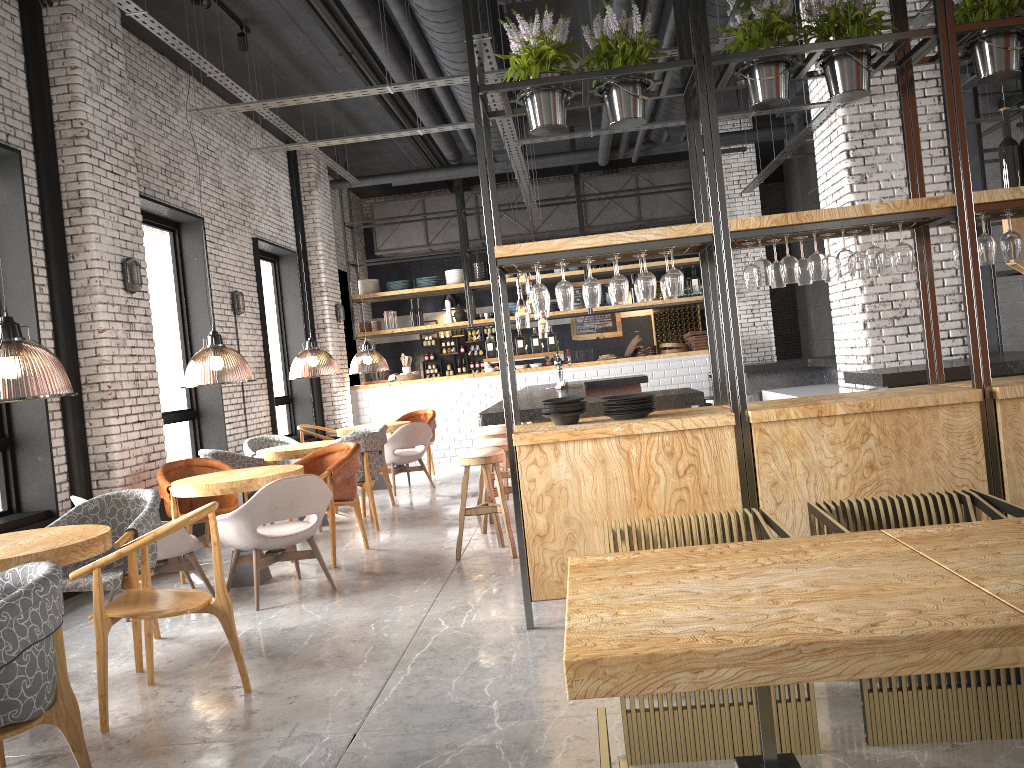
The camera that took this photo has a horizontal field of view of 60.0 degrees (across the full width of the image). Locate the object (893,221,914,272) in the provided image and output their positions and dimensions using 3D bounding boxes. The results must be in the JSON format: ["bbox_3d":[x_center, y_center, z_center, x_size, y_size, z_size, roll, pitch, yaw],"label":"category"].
[{"bbox_3d":[2.049,-0.726,4.653,0.101,0.267,0.101,-6,0,19],"label":"object"}]

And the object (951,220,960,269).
[{"bbox_3d":[2.485,-0.777,4.906,0.101,0.267,0.101,-6,0,41],"label":"object"}]

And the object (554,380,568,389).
[{"bbox_3d":[0.528,0.004,9.571,0.091,0.091,0.177,-6,1,-21],"label":"object"}]

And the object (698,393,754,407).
[{"bbox_3d":[1.529,0.599,6.142,0.399,1.035,0.398,-6,0,40],"label":"object"}]

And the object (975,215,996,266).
[{"bbox_3d":[2.612,-0.790,4.896,0.101,0.267,0.101,-6,0,41],"label":"object"}]

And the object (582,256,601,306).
[{"bbox_3d":[0.426,-0.560,4.778,0.101,0.267,0.101,-6,0,-32],"label":"object"}]

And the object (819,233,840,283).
[{"bbox_3d":[1.778,-0.705,4.961,0.101,0.267,0.101,-6,0,19],"label":"object"}]

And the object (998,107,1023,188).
[{"bbox_3d":[2.678,-1.251,4.780,0.098,0.471,0.098,-6,0,-33],"label":"object"}]

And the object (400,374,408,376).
[{"bbox_3d":[-1.658,-0.119,13.767,0.160,0.075,0.160,-6,1,-17],"label":"object"}]

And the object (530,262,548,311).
[{"bbox_3d":[0.142,-0.532,4.800,0.101,0.267,0.101,-6,0,-32],"label":"object"}]

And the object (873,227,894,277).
[{"bbox_3d":[2.070,-0.735,4.938,0.101,0.267,0.101,-6,0,19],"label":"object"}]

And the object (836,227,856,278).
[{"bbox_3d":[1.756,-0.696,4.675,0.101,0.267,0.101,-6,0,19],"label":"object"}]

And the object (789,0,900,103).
[{"bbox_3d":[1.828,-1.858,4.881,0.468,0.559,0.416,-6,1,-28],"label":"object"}]

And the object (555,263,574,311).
[{"bbox_3d":[0.301,-0.555,5.075,0.101,0.267,0.101,-6,0,-32],"label":"object"}]

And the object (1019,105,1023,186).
[{"bbox_3d":[2.785,-1.262,4.771,0.098,0.471,0.098,-6,0,-33],"label":"object"}]

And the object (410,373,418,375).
[{"bbox_3d":[-1.543,-0.134,13.884,0.161,0.075,0.160,-7,1,-32],"label":"object"}]

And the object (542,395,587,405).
[{"bbox_3d":[0.294,0.114,4.936,0.257,0.076,0.257,-5,2,42],"label":"object"}]

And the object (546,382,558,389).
[{"bbox_3d":[0.505,-0.021,10.402,0.200,0.106,0.767,-6,1,5],"label":"object"}]

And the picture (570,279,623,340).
[{"bbox_3d":[1.607,-1.445,17.276,0.980,1.142,0.020,-6,0,4],"label":"picture"}]

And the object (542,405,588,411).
[{"bbox_3d":[0.298,0.161,4.937,0.257,0.075,0.257,-5,1,30],"label":"object"}]

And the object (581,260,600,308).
[{"bbox_3d":[0.447,-0.569,5.064,0.101,0.267,0.101,-6,0,-32],"label":"object"}]

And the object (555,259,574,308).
[{"bbox_3d":[0.279,-0.546,4.790,0.101,0.267,0.101,-6,0,-32],"label":"object"}]

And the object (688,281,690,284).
[{"bbox_3d":[3.342,-1.929,16.870,0.079,0.079,0.284,-6,1,5],"label":"object"}]

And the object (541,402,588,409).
[{"bbox_3d":[0.296,0.144,4.936,0.257,0.072,0.257,-6,1,-23],"label":"object"}]

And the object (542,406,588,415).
[{"bbox_3d":[0.298,0.169,4.937,0.257,0.075,0.257,-6,1,4],"label":"object"}]

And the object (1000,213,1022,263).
[{"bbox_3d":[2.749,-0.804,4.885,0.101,0.267,0.101,-6,0,-32],"label":"object"}]

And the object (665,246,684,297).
[{"bbox_3d":[0.864,-0.605,4.744,0.101,0.267,0.101,-6,0,35],"label":"object"}]

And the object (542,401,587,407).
[{"bbox_3d":[0.296,0.139,4.937,0.257,0.072,0.257,-6,1,4],"label":"object"}]

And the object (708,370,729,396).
[{"bbox_3d":[2.738,0.351,11.284,0.399,1.035,0.398,-6,0,40],"label":"object"}]

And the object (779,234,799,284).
[{"bbox_3d":[1.464,-0.666,4.698,0.101,0.267,0.101,-6,0,19],"label":"object"}]

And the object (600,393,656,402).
[{"bbox_3d":[0.642,0.083,4.892,0.306,0.039,0.306,-6,1,-13],"label":"object"}]

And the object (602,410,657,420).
[{"bbox_3d":[0.650,0.173,4.891,0.305,0.035,0.306,-5,2,42],"label":"object"}]

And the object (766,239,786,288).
[{"bbox_3d":[1.486,-0.675,4.983,0.101,0.267,0.101,-6,0,19],"label":"object"}]

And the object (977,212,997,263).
[{"bbox_3d":[2.463,-0.768,4.621,0.101,0.267,0.101,-6,0,41],"label":"object"}]

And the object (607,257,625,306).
[{"bbox_3d":[0.594,-0.584,5.052,0.101,0.267,0.101,-6,0,-32],"label":"object"}]

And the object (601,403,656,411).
[{"bbox_3d":[0.645,0.139,4.891,0.306,0.046,0.305,-7,2,-38],"label":"object"}]

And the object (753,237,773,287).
[{"bbox_3d":[1.327,-0.652,4.709,0.101,0.267,0.101,-6,0,19],"label":"object"}]

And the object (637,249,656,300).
[{"bbox_3d":[0.718,-0.590,4.756,0.101,0.267,0.101,-6,0,-32],"label":"object"}]

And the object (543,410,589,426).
[{"bbox_3d":[0.300,0.192,4.936,0.257,0.067,0.257,-6,1,-3],"label":"object"}]

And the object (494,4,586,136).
[{"bbox_3d":[0.173,-1.687,4.931,0.467,0.559,0.417,-5,1,45],"label":"object"}]

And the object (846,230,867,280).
[{"bbox_3d":[1.924,-0.720,4.949,0.101,0.267,0.101,-6,0,19],"label":"object"}]

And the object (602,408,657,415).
[{"bbox_3d":[0.648,0.162,4.890,0.305,0.041,0.306,-5,1,22],"label":"object"}]

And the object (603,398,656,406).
[{"bbox_3d":[0.644,0.109,4.891,0.306,0.037,0.306,-6,1,6],"label":"object"}]

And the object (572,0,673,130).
[{"bbox_3d":[0.618,-1.735,4.978,0.467,0.559,0.416,-6,1,-19],"label":"object"}]

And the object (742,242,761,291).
[{"bbox_3d":[1.348,-0.661,4.994,0.101,0.267,0.101,-6,0,19],"label":"object"}]

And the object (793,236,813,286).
[{"bbox_3d":[1.632,-0.690,4.972,0.101,0.267,0.101,-6,0,19],"label":"object"}]

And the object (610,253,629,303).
[{"bbox_3d":[0.572,-0.575,4.767,0.101,0.267,0.101,-6,0,-32],"label":"object"}]

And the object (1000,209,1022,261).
[{"bbox_3d":[2.590,-0.781,4.611,0.101,0.267,0.101,-6,0,41],"label":"object"}]

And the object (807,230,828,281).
[{"bbox_3d":[1.610,-0.681,4.687,0.101,0.267,0.101,-6,0,19],"label":"object"}]

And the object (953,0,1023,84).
[{"bbox_3d":[2.608,-1.937,4.809,0.467,0.559,0.416,-6,1,13],"label":"object"}]

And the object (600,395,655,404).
[{"bbox_3d":[0.642,0.098,4.892,0.305,0.048,0.306,-5,2,30],"label":"object"}]

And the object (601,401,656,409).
[{"bbox_3d":[0.645,0.124,4.890,0.306,0.042,0.305,-7,2,-38],"label":"object"}]

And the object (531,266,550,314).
[{"bbox_3d":[0.164,-0.541,5.086,0.101,0.267,0.101,-6,0,-32],"label":"object"}]

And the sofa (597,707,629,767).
[{"bbox_3d":[1.075,0.915,1.350,1.805,0.730,0.640,-6,1,4],"label":"sofa"}]

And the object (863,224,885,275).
[{"bbox_3d":[1.902,-0.711,4.664,0.101,0.267,0.101,-6,0,19],"label":"object"}]

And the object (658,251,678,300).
[{"bbox_3d":[0.886,-0.614,5.030,0.101,0.267,0.101,-6,0,35],"label":"object"}]

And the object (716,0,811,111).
[{"bbox_3d":[1.394,-1.813,4.886,0.467,0.559,0.417,-5,1,43],"label":"object"}]

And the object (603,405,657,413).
[{"bbox_3d":[0.647,0.147,4.890,0.306,0.044,0.306,-6,1,5],"label":"object"}]

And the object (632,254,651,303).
[{"bbox_3d":[0.740,-0.599,5.041,0.101,0.267,0.101,-6,0,-32],"label":"object"}]
